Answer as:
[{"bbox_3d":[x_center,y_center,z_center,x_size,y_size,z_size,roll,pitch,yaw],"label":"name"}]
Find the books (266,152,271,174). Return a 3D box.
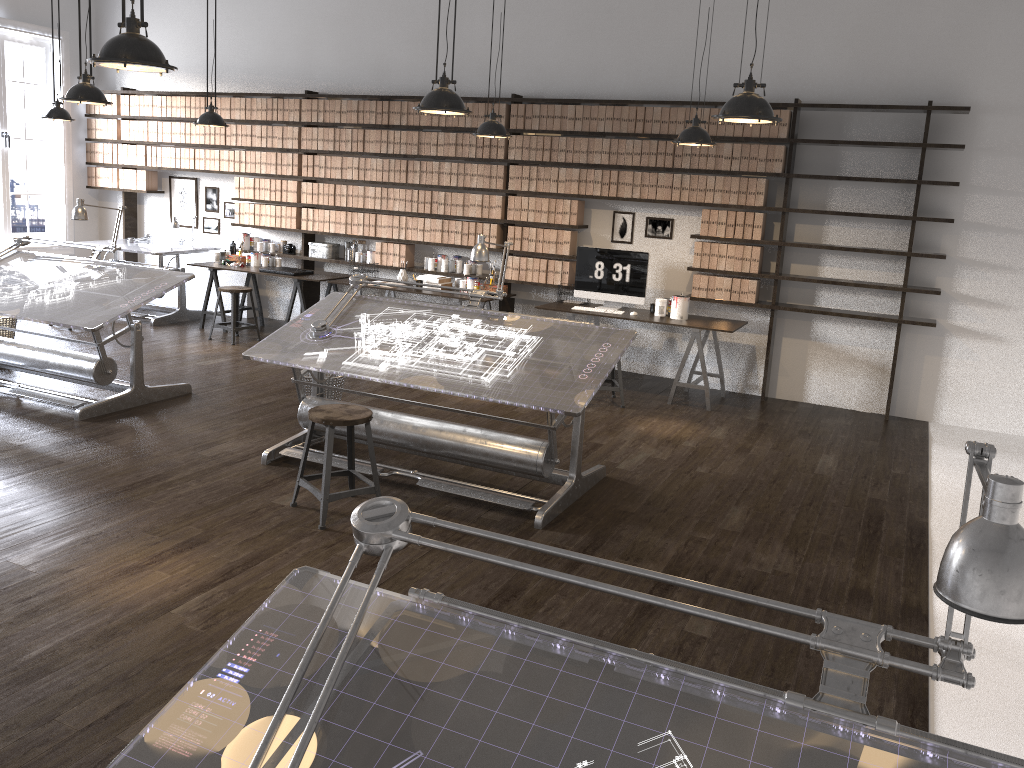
[{"bbox_3d":[-2.509,-2.325,9.339,0.067,0.223,0.176,8,12,24],"label":"books"}]

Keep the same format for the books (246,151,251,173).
[{"bbox_3d":[-2.757,-2.367,9.453,0.067,0.223,0.175,8,12,24],"label":"books"}]

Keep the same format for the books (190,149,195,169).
[{"bbox_3d":[-3.464,-2.474,9.765,0.067,0.224,0.176,8,12,24],"label":"books"}]

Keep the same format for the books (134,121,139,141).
[{"bbox_3d":[-4.197,-2.866,10.059,0.067,0.223,0.176,8,12,24],"label":"books"}]

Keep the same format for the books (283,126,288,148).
[{"bbox_3d":[-2.298,-2.554,9.205,0.067,0.223,0.176,8,12,24],"label":"books"}]

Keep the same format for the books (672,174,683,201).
[{"bbox_3d":[1.429,-1.676,7.562,0.067,0.223,0.176,8,12,24],"label":"books"}]

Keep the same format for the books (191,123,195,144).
[{"bbox_3d":[-3.438,-2.742,9.721,0.067,0.223,0.175,8,12,24],"label":"books"}]

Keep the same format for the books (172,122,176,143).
[{"bbox_3d":[-3.689,-2.783,9.831,0.067,0.223,0.176,8,12,24],"label":"books"}]

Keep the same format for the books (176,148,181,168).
[{"bbox_3d":[-3.648,-2.504,9.847,0.067,0.224,0.176,8,12,24],"label":"books"}]

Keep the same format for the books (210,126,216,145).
[{"bbox_3d":[-3.188,-2.700,9.605,0.067,0.223,0.176,8,12,24],"label":"books"}]

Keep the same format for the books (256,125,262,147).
[{"bbox_3d":[-2.615,-2.606,9.346,0.067,0.223,0.176,8,12,24],"label":"books"}]

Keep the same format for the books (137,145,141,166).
[{"bbox_3d":[-4.178,-2.599,10.089,0.067,0.223,0.176,8,12,24],"label":"books"}]

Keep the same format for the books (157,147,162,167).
[{"bbox_3d":[-3.903,-2.547,9.967,0.067,0.223,0.176,8,12,24],"label":"books"}]

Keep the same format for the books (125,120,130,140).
[{"bbox_3d":[-4.321,-2.886,10.110,0.067,0.223,0.176,8,12,24],"label":"books"}]

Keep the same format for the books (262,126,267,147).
[{"bbox_3d":[-2.550,-2.595,9.315,0.067,0.224,0.176,8,12,24],"label":"books"}]

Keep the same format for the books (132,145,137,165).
[{"bbox_3d":[-4.245,-2.611,10.121,0.067,0.223,0.176,8,12,24],"label":"books"}]

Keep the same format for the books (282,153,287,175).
[{"bbox_3d":[-2.323,-2.295,9.256,0.067,0.223,0.175,8,12,24],"label":"books"}]

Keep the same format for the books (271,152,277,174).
[{"bbox_3d":[-2.451,-2.314,9.307,0.067,0.224,0.176,8,12,24],"label":"books"}]

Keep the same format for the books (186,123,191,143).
[{"bbox_3d":[-3.502,-2.752,9.748,0.067,0.223,0.176,8,12,24],"label":"books"}]

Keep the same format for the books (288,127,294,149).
[{"bbox_3d":[-2.242,-2.545,9.178,0.067,0.223,0.176,8,12,24],"label":"books"}]

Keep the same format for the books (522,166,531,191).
[{"bbox_3d":[0.161,-1.884,8.132,0.067,0.223,0.176,8,12,24],"label":"books"}]

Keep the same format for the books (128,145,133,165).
[{"bbox_3d":[-4.308,-2.621,10.151,0.067,0.223,0.175,8,12,24],"label":"books"}]

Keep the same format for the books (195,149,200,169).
[{"bbox_3d":[-3.394,-2.464,9.740,0.067,0.223,0.176,8,12,24],"label":"books"}]

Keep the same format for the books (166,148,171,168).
[{"bbox_3d":[-3.777,-2.526,9.909,0.067,0.223,0.175,8,12,24],"label":"books"}]

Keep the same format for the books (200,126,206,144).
[{"bbox_3d":[-3.313,-2.720,9.656,0.067,0.223,0.176,8,12,24],"label":"books"}]

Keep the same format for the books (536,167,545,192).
[{"bbox_3d":[0.292,-1.864,8.081,0.067,0.223,0.175,8,12,24],"label":"books"}]

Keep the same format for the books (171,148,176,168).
[{"bbox_3d":[-3.713,-2.515,9.876,0.067,0.223,0.176,8,12,24],"label":"books"}]

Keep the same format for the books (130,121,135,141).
[{"bbox_3d":[-4.256,-2.875,10.081,0.067,0.224,0.176,8,12,24],"label":"books"}]

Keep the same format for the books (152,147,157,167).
[{"bbox_3d":[-3.968,-2.557,9.992,0.067,0.224,0.176,8,12,24],"label":"books"}]

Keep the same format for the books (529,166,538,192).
[{"bbox_3d":[0.228,-1.874,8.106,0.067,0.223,0.175,8,12,24],"label":"books"}]

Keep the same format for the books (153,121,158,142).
[{"bbox_3d":[-3.939,-2.823,9.941,0.067,0.223,0.175,8,12,24],"label":"books"}]

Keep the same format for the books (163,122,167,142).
[{"bbox_3d":[-3.809,-2.803,9.887,0.067,0.223,0.176,8,12,24],"label":"books"}]

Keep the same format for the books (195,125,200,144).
[{"bbox_3d":[-3.377,-2.731,9.689,0.067,0.223,0.175,8,12,24],"label":"books"}]

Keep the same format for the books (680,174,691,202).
[{"bbox_3d":[1.496,-1.666,7.535,0.067,0.223,0.175,8,12,24],"label":"books"}]

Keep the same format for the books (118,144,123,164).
[{"bbox_3d":[-4.439,-2.641,10.202,0.067,0.223,0.176,8,12,24],"label":"books"}]

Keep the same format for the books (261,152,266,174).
[{"bbox_3d":[-2.566,-2.334,9.363,0.067,0.223,0.176,8,12,24],"label":"books"}]

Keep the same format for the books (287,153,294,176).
[{"bbox_3d":[-2.261,-2.284,9.224,0.067,0.223,0.175,8,12,24],"label":"books"}]

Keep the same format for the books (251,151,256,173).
[{"bbox_3d":[-2.695,-2.356,9.423,0.067,0.223,0.176,8,12,24],"label":"books"}]

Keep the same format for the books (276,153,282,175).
[{"bbox_3d":[-2.387,-2.305,9.285,0.067,0.223,0.176,8,12,24],"label":"books"}]

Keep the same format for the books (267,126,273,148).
[{"bbox_3d":[-2.485,-2.585,9.290,0.067,0.223,0.176,8,12,24],"label":"books"}]

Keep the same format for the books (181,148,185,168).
[{"bbox_3d":[-3.589,-2.496,9.825,0.067,0.223,0.176,8,12,24],"label":"books"}]

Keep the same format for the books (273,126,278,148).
[{"bbox_3d":[-2.421,-2.575,9.263,0.067,0.223,0.175,8,12,24],"label":"books"}]

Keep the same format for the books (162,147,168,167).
[{"bbox_3d":[-3.839,-2.537,9.941,0.067,0.223,0.175,8,12,24],"label":"books"}]

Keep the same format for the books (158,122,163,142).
[{"bbox_3d":[-3.874,-2.813,9.916,0.067,0.223,0.175,8,12,24],"label":"books"}]

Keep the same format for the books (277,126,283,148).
[{"bbox_3d":[-2.361,-2.563,9.228,0.067,0.224,0.176,8,12,24],"label":"books"}]

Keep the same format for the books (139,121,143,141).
[{"bbox_3d":[-4.137,-2.857,10.034,0.067,0.223,0.176,8,12,24],"label":"books"}]

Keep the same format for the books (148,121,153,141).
[{"bbox_3d":[-4.002,-2.835,9.974,0.067,0.223,0.176,8,12,24],"label":"books"}]

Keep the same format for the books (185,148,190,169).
[{"bbox_3d":[-3.528,-2.486,9.800,0.067,0.223,0.176,8,12,24],"label":"books"}]

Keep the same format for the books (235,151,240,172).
[{"bbox_3d":[-2.889,-2.386,9.504,0.067,0.223,0.176,8,12,24],"label":"books"}]

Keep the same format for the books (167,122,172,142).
[{"bbox_3d":[-3.751,-2.792,9.854,0.067,0.224,0.176,8,12,24],"label":"books"}]

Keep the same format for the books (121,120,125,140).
[{"bbox_3d":[-4.385,-2.897,10.143,0.067,0.223,0.175,8,12,24],"label":"books"}]

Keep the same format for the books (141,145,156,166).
[{"bbox_3d":[-4.123,-2.589,10.059,0.067,0.224,0.176,8,12,24],"label":"books"}]

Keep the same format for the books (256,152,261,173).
[{"bbox_3d":[-2.633,-2.345,9.391,0.067,0.224,0.176,8,12,24],"label":"books"}]

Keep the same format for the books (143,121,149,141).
[{"bbox_3d":[-4.072,-2.845,9.999,0.067,0.224,0.176,8,12,24],"label":"books"}]

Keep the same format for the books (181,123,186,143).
[{"bbox_3d":[-3.568,-2.762,9.773,0.067,0.224,0.176,8,12,24],"label":"books"}]

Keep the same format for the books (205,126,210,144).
[{"bbox_3d":[-3.248,-2.709,9.627,0.067,0.224,0.176,8,12,24],"label":"books"}]

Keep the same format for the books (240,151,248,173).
[{"bbox_3d":[-2.822,-2.376,9.478,0.067,0.223,0.175,8,12,24],"label":"books"}]

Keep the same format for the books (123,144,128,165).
[{"bbox_3d":[-4.373,-2.631,10.175,0.067,0.223,0.175,8,12,24],"label":"books"}]

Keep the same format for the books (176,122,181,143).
[{"bbox_3d":[-3.632,-2.773,9.804,0.067,0.223,0.176,8,12,24],"label":"books"}]
